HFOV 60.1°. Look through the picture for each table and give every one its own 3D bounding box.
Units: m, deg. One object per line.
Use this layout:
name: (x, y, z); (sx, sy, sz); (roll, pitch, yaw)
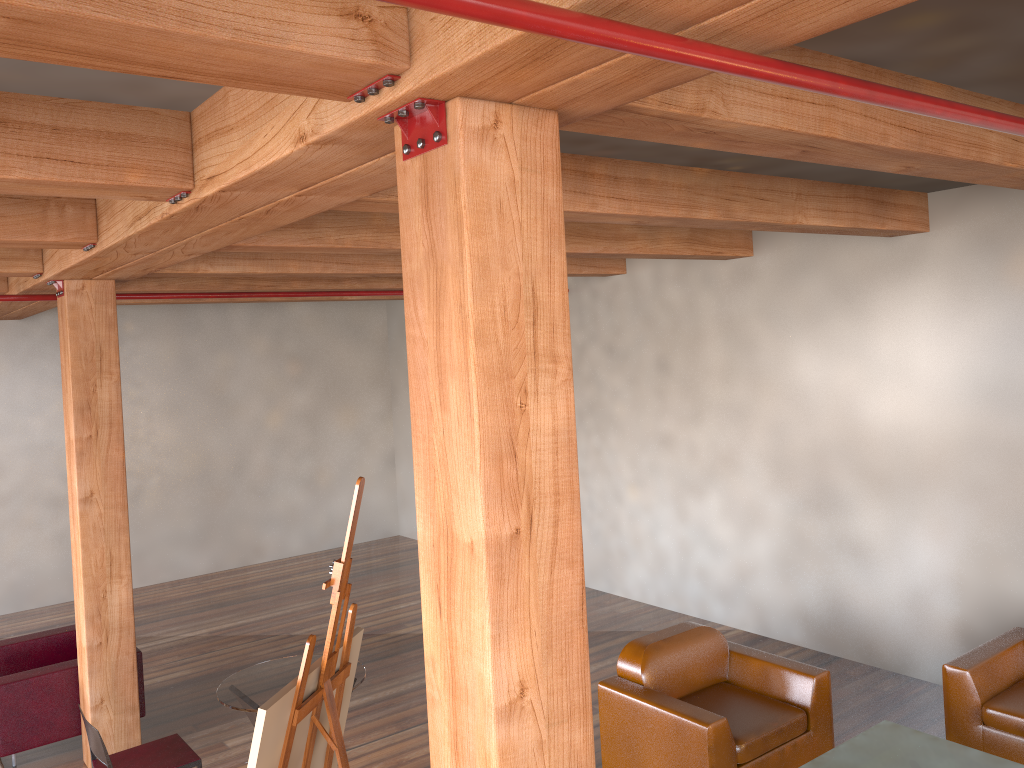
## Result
table: (2.051, 1.978, 3.363); (0.941, 0.560, 1.869); (-5, 3, -37)
table: (-1.066, 1.935, 4.413); (0.722, 0.924, 0.721); (-3, 1, -12)

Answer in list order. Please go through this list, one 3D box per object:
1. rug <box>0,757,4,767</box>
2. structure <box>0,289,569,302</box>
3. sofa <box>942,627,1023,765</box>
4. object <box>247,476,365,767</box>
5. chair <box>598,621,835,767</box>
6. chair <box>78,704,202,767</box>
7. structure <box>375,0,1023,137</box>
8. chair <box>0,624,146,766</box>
rug: (-4.445, 2.545, 5.198); (2.466, 0.009, 1.342); (-5, 3, -37)
structure: (-1.935, -0.758, 7.192); (6.819, 0.112, 0.051); (-5, 2, -37)
sofa: (3.537, 1.761, 4.360); (0.953, 0.735, 2.411); (-4, 3, -37)
object: (-0.641, 1.368, 2.794); (0.684, 2.140, 0.702); (-3, 0, 13)
chair: (1.164, 1.865, 5.066); (1.065, 0.735, 0.830); (-5, 2, -37)
chair: (-1.685, 1.951, 4.059); (0.467, 0.981, 0.429); (-4, 1, -37)
structure: (1.560, -0.747, 2.542); (6.819, 0.112, 0.051); (-5, 2, -37)
chair: (-3.147, 2.130, 6.156); (0.867, 0.592, 1.070); (-5, 2, -37)
